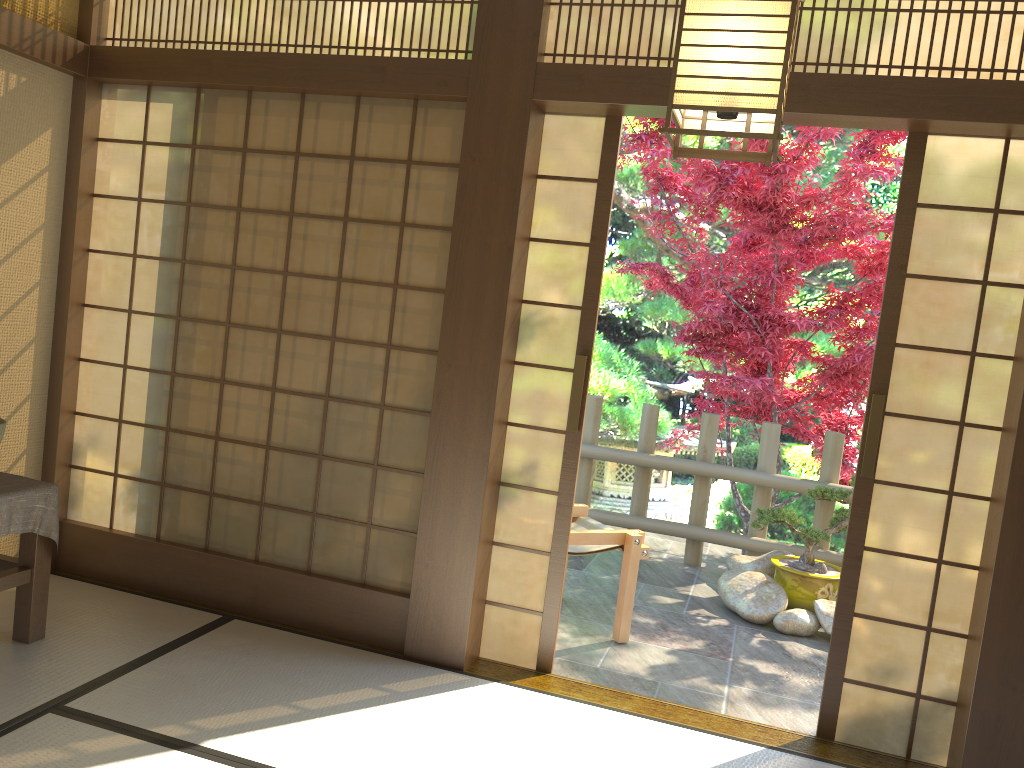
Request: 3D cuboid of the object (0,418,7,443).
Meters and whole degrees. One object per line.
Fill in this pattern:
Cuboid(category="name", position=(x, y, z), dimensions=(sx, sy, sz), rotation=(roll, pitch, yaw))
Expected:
Cuboid(category="object", position=(-1.977, 0.232, 3.092), dimensions=(0.358, 0.230, 0.357), rotation=(6, 5, -14))

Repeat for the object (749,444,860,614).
Cuboid(category="object", position=(1.957, 0.689, 5.092), dimensions=(1.032, 1.362, 0.586), rotation=(11, 6, 42))

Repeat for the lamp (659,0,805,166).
Cuboid(category="lamp", position=(0.503, -1.021, 1.805), dimensions=(0.240, 1.129, 0.240), rotation=(8, 5, 16))

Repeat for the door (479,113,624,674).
Cuboid(category="door", position=(-0.612, -0.048, 3.765), dimensions=(1.894, 2.380, 0.073), rotation=(8, 5, 16))

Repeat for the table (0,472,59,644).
Cuboid(category="table", position=(-2.038, 0.634, 3.127), dimensions=(0.633, 0.595, 0.629), rotation=(8, 5, 16))

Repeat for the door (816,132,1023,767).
Cuboid(category="door", position=(2.167, 0.352, 2.956), dimensions=(1.894, 2.380, 0.073), rotation=(8, 5, 16))

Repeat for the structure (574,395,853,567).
Cuboid(category="structure", position=(2.069, 0.866, 5.728), dimensions=(7.456, 1.136, 0.245), rotation=(8, 5, 16))

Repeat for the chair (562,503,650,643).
Cuboid(category="chair", position=(0.190, 0.901, 4.480), dimensions=(0.704, 0.598, 0.698), rotation=(5, 5, -27))

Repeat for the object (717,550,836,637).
Cuboid(category="object", position=(1.834, 1.229, 5.138), dimensions=(1.260, 0.276, 1.147), rotation=(8, 5, 12))

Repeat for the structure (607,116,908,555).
Cuboid(category="structure", position=(1.718, -0.653, 6.635), dimensions=(3.045, 4.004, 3.412), rotation=(3, 6, -41))
